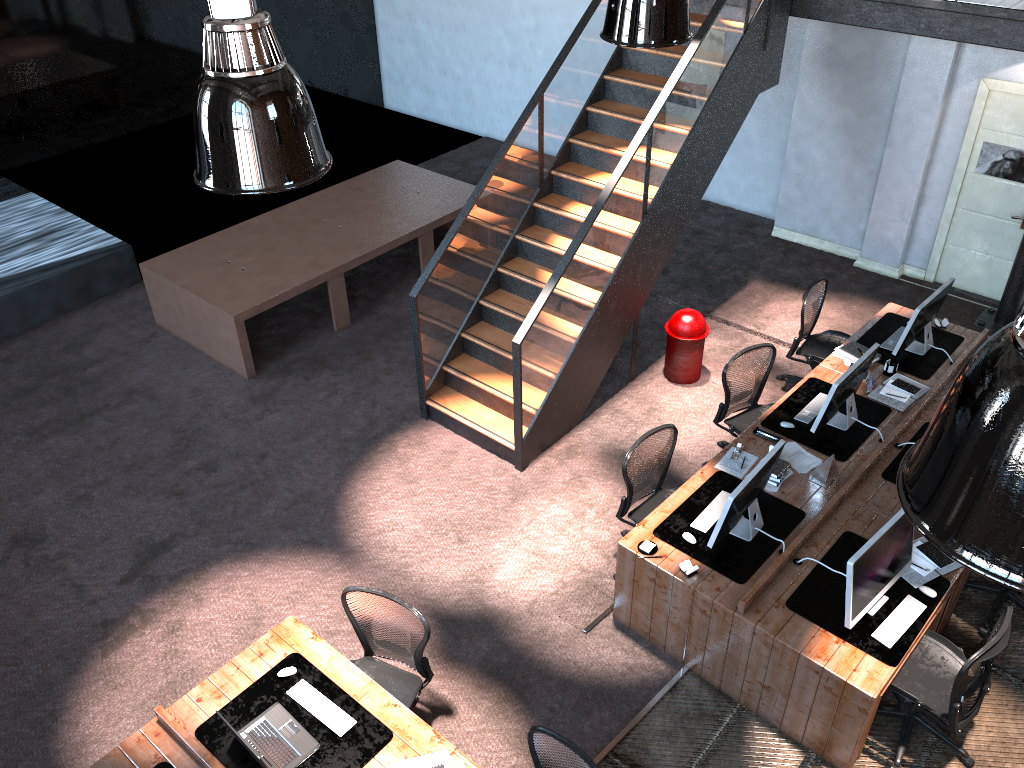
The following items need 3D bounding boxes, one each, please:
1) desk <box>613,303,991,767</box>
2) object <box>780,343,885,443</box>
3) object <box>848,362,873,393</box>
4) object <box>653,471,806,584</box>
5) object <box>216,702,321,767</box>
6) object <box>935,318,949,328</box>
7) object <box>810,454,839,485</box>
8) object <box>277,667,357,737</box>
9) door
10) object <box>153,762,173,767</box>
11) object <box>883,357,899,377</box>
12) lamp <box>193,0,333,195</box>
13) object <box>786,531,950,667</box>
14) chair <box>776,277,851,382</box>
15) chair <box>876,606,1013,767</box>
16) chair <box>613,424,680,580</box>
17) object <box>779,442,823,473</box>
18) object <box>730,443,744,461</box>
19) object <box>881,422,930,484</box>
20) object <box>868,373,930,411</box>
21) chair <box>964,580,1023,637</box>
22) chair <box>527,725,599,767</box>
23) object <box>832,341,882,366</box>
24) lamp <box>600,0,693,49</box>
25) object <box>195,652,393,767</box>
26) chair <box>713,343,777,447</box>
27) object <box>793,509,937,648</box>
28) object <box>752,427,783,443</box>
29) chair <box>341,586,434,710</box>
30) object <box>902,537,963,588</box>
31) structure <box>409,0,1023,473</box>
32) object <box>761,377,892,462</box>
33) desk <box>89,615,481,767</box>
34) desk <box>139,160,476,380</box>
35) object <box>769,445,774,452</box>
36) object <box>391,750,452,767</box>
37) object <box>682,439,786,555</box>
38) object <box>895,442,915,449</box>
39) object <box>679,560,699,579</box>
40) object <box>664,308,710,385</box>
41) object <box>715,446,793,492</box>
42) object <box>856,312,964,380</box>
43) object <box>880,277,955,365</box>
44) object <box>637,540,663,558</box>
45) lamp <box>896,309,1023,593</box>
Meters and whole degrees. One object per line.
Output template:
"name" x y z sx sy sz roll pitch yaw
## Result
"desk" 2.727 0.736 6.677 1.748 0.840 4.117 28 45 34
"object" 2.388 0.050 6.609 0.735 0.576 0.654 -2 35 0
"object" 2.847 -0.058 7.149 0.129 0.083 0.347 -7 36 -8
"object" 1.445 0.924 5.879 0.687 0.008 0.848 27 44 34
"object" -1.241 1.766 4.534 0.390 0.283 0.323 28 45 34
"object" 3.783 -0.541 7.817 0.106 0.063 0.082 6 36 10
"object" 2.176 0.531 6.138 0.178 0.320 0.165 -27 43 -31
"object" -1.079 1.717 4.816 0.577 0.040 0.139 26 44 33
"door" 5.022 -1.907 9.089 1.013 2.268 0.064 26 43 33
"object" -1.688 2.239 4.131 0.848 0.008 0.687 26 43 33
"object" 3.083 -0.137 7.217 0.099 0.138 0.078 -21 40 -25
"lamp" -0.838 -1.677 2.233 0.445 2.372 0.445 -2 35 -1
"object" 2.160 1.269 5.370 0.687 0.008 0.848 27 44 34
"chair" 2.861 -0.366 8.012 0.792 1.085 0.770 11 37 17
"chair" 2.417 1.674 5.155 0.792 1.085 0.770 17 39 24
"chair" 1.130 0.878 6.318 0.792 1.085 0.770 17 39 24
"object" 2.063 0.529 6.418 0.246 0.002 0.315 -22 40 -26
"object" 1.639 0.482 6.446 0.054 0.064 0.159 17 39 24
"object" 3.118 0.594 6.288 0.687 0.008 0.848 27 44 34
"object" 3.067 0.056 7.025 0.467 0.017 0.304 -28 43 -32
"chair" 3.415 1.102 5.927 0.792 1.085 0.770 25 43 32
"chair" 0.177 2.295 4.354 0.770 1.085 0.792 17 39 24
"object" 2.881 -0.262 7.450 0.325 0.065 0.363 -15 38 -19
"lamp" 0.638 -2.681 3.686 0.445 2.372 0.445 -17 38 -21
"object" -1.150 1.843 4.671 0.848 0.008 0.687 26 43 33
"chair" 2.023 0.270 7.144 0.792 1.085 0.770 25 43 32
"object" 2.136 1.094 5.149 0.811 0.578 0.663 3 36 6
"object" 1.906 0.380 6.610 0.215 0.031 0.089 26 43 33
"chair" -0.773 1.765 5.131 0.770 1.085 0.792 5 36 9
"object" 2.583 1.099 5.572 0.467 0.017 0.304 -17 38 -20
"structure" 1.609 -2.058 8.502 10.620 4.603 5.793 26 43 33
"object" 2.411 0.252 6.793 0.687 0.008 0.848 27 44 34
"desk" -0.325 2.793 3.881 4.117 0.840 1.748 26 43 33
"desk" -2.012 -1.438 9.971 1.650 0.750 3.630 26 43 33
"object" 1.890 0.493 6.393 0.076 0.102 0.034 27 44 33
"object" -0.413 2.033 4.365 0.304 0.017 0.467 -10 36 -12
"object" 1.526 0.744 5.658 0.610 0.573 0.714 25 43 32
"object" 3.198 0.388 6.109 0.772 0.578 0.642 -2 35 -2
"object" 1.103 1.144 5.532 0.082 0.063 0.106 -21 40 -25
"object" 1.639 -0.378 8.377 0.414 0.707 0.414 -3 35 -2
"object" 1.727 0.564 6.297 0.478 0.098 0.319 24 43 31
"object" 3.381 -0.341 7.596 0.687 0.008 0.848 27 44 34
"object" 3.416 -0.552 7.428 0.586 0.581 0.692 -1 35 0
"object" 0.877 1.053 5.698 0.158 0.026 0.154 -2 35 -1
"lamp" 0.891 -0.750 0.870 0.445 2.372 0.445 24 42 31
